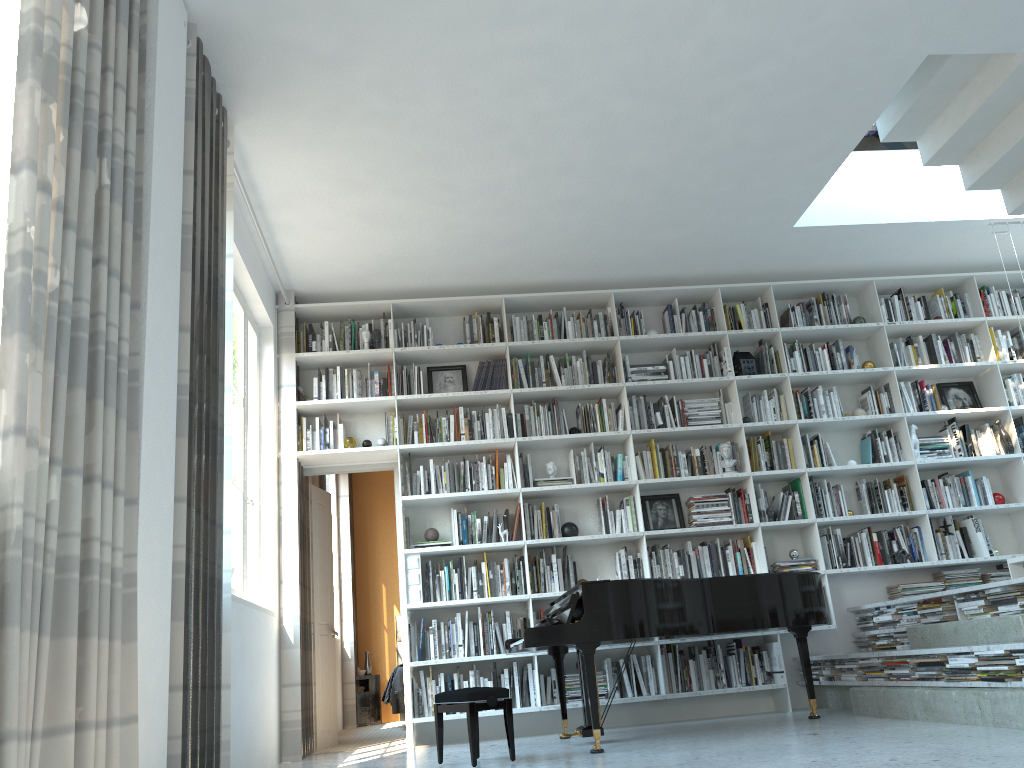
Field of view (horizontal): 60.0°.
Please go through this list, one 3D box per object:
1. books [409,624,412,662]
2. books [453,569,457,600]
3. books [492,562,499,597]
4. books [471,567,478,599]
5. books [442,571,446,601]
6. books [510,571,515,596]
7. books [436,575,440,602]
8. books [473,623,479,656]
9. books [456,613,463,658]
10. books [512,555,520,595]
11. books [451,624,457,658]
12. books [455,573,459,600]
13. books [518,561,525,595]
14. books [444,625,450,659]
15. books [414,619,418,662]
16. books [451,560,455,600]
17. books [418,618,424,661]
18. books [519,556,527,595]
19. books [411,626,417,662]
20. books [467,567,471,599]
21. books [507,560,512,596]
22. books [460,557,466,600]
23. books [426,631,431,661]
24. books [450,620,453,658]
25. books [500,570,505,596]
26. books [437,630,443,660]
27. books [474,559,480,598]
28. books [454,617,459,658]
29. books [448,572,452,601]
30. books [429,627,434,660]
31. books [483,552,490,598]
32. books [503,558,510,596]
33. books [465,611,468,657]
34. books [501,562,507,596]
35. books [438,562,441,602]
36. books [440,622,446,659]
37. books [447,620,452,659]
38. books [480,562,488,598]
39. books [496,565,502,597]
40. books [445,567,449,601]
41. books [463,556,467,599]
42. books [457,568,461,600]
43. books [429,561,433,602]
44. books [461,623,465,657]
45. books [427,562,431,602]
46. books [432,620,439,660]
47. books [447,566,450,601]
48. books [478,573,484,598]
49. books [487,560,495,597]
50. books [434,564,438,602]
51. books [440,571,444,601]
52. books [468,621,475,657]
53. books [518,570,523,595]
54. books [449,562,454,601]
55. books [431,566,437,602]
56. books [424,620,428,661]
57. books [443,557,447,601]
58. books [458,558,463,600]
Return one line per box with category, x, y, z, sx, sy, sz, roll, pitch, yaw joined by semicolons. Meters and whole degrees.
books;-0.692;1.777;6.071;0.012;0.253;0.161;-3;-18;-6
books;-0.400;1.415;6.189;0.015;0.218;0.190;-3;-18;-6
books;-0.123;1.386;6.225;0.028;0.248;0.159;-3;-18;-6
books;-0.264;1.405;6.213;0.027;0.229;0.159;-3;-18;-6
books;-0.476;1.421;6.182;0.015;0.216;0.180;-3;-18;-6
books;0.005;1.415;6.242;0.041;0.181;0.142;-3;-18;-6
books;-0.512;1.432;6.160;0.019;0.188;0.194;-3;-18;-6
books;-0.250;1.765;6.109;0.028;0.224;0.134;-3;-18;-6
books;-0.361;1.736;6.110;0.027;0.298;0.143;-3;-18;-6
books;0.030;1.358;6.242;0.014;0.285;0.180;-3;-18;-6
books;-0.397;1.768;6.084;0.028;0.228;0.158;-3;-18;-6
books;-0.383;1.427;6.182;0.016;0.188;0.184;-3;-18;-6
books;0.066;1.380;6.245;0.010;0.239;0.175;-3;-18;-6
books;-0.446;1.770;6.068;0.028;0.222;0.189;-3;-18;-6
books;-0.651;1.755;6.050;0.011;0.276;0.190;-3;-18;-6
books;-0.414;1.382;6.192;0.007;0.285;0.183;-3;-18;-6
books;-0.621;1.752;6.062;0.052;0.282;0.173;-3;-18;-6
books;0.080;1.367;6.273;0.024;0.279;0.136;-3;-18;-6
books;-0.670;1.779;6.057;0.029;0.238;0.155;-3;-18;-6
books;-0.301;1.412;6.226;0.045;0.229;0.138;-3;-18;-6
books;-0.025;1.380;6.251;0.013;0.259;0.143;-3;-18;-6
books;-0.345;1.372;6.203;0.019;0.299;0.180;-3;-18;-6
books;-0.571;1.797;6.074;0.024;0.197;0.149;-3;-18;-6
books;-0.416;1.754;6.073;0.010;0.251;0.178;-3;-18;-6
books;-0.071;1.415;6.239;0.023;0.193;0.140;-3;-18;-6
books;-0.495;1.793;6.087;0.025;0.199;0.137;-3;-18;-6
books;-0.246;1.379;6.222;0.014;0.281;0.151;-3;-18;-6
books;-0.380;1.752;6.111;0.013;0.273;0.146;-3;-18;-6
books;-0.433;1.429;6.209;0.016;0.210;0.146;-3;-18;-6
books;-0.547;1.778;6.059;0.022;0.220;0.188;-3;-18;-6
books;-0.178;1.355;6.234;0.021;0.321;0.172;-3;-18;-6
books;-0.040;1.372;6.232;0.021;0.264;0.186;-3;-18;-6
books;-0.316;1.724;6.099;0.039;0.306;0.173;-3;-18;-6
books;-0.056;1.388;6.244;0.010;0.245;0.160;-3;-18;-6
books;-0.505;1.395;6.195;0.008;0.278;0.165;-3;-18;-6
books;-0.475;1.770;6.101;0.022;0.247;0.134;-3;-18;-6
books;-0.428;1.754;6.077;0.013;0.256;0.190;-3;-18;-6
books;-0.197;1.390;6.224;0.026;0.253;0.177;-3;-18;-6
books;-0.097;1.398;6.239;0.025;0.228;0.153;-3;-18;-6
books;-0.457;1.409;6.195;0.014;0.242;0.171;-3;-18;-6
books;-0.331;1.372;6.217;0.012;0.305;0.190;-3;-18;-6
books;-0.371;1.417;6.222;0.016;0.230;0.137;-3;-18;-6
books;-0.565;1.393;6.197;0.014;0.293;0.172;-3;-18;-6
books;-0.339;1.767;6.104;0.012;0.232;0.149;-3;-18;-6
books;-0.580;1.398;6.202;0.016;0.288;0.153;-3;-18;-6
books;-0.524;1.757;6.074;0.029;0.265;0.172;-3;-18;-6
books;-0.444;1.404;6.183;0.009;0.243;0.185;-3;-18;-6
books;-0.220;1.422;6.201;0.029;0.181;0.190;-3;-18;-6
books;-0.150;1.381;6.220;0.028;0.259;0.181;-3;-18;-6
books;-0.530;1.402;6.185;0.007;0.263;0.177;-3;-18;-6
books;-0.491;1.425;6.193;0.015;0.217;0.177;-3;-18;-6
books;-0.280;1.761;6.112;0.031;0.238;0.132;-3;-18;-6
books;0.050;1.414;6.260;0.023;0.186;0.131;-3;-18;-6
books;-0.423;1.394;6.212;0.009;0.277;0.158;-3;-18;-6
books;-0.546;1.412;6.201;0.022;0.256;0.142;-3;-18;-6
books;-0.591;1.762;6.083;0.010;0.272;0.150;-3;-18;-6
books;-0.470;1.377;6.206;0.006;0.314;0.146;-3;-18;-6
books;-0.362;1.385;6.236;0.009;0.298;0.142;-3;-18;-6
